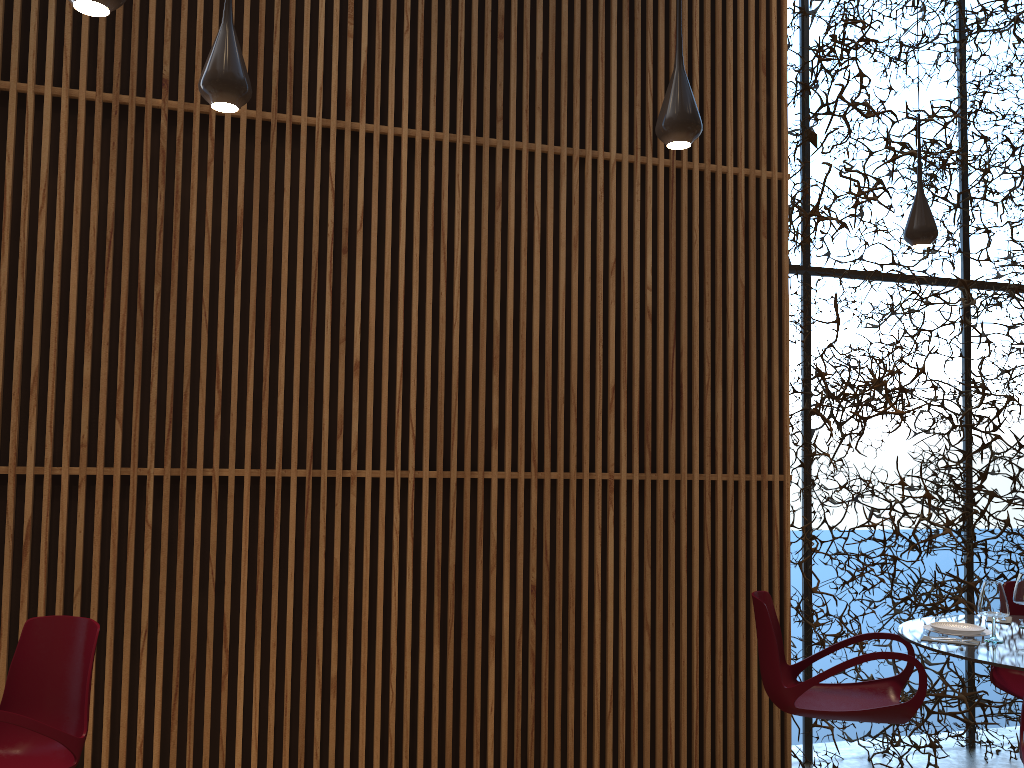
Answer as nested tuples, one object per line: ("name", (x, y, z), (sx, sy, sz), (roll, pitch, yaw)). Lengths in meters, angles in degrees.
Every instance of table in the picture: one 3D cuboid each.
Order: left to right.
("table", (2.835, 1.861, 4.404), (1.672, 1.128, 1.675), (-1, -5, 26))

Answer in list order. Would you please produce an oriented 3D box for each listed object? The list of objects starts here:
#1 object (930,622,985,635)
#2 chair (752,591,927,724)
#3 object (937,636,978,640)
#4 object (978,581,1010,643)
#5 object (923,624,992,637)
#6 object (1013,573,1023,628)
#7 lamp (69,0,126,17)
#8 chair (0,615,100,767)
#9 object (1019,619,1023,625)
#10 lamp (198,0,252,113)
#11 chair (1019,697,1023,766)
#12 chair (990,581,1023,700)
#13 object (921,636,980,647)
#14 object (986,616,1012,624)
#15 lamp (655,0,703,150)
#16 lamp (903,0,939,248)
("object", (2.351, 1.293, 4.681), (0.263, 0.029, 0.263), (6, -7, -44))
("chair", (1.768, 1.498, 4.872), (0.872, 0.635, 0.626), (-1, -5, 19))
("object", (2.352, 1.304, 4.685), (0.204, 0.012, 0.411), (-2, -6, 25))
("object", (2.427, 1.148, 4.469), (0.142, 0.295, 0.142), (2, -4, -17))
("object", (2.351, 1.303, 4.681), (0.332, 0.014, 0.332), (4, -6, -35))
("object", (2.832, 1.189, 4.867), (0.142, 0.295, 0.142), (1, -4, -4))
("lamp", (-1.210, -4.245, 2.837), (0.196, 6.266, 0.196), (0, -4, 12))
("chair", (-2.141, 1.330, 3.591), (0.625, 0.635, 0.874), (-1, -5, 24))
("object", (3.057, 1.335, 4.924), (0.411, 0.012, 0.205), (-2, -6, 26))
("lamp", (-1.050, -4.178, 3.567), (0.196, 6.266, 0.196), (1, -4, -8))
("chair", (2.297, 1.366, 3.322), (0.625, 0.635, 0.874), (-1, -5, 24))
("chair", (3.244, 1.562, 5.365), (0.625, 0.635, 0.874), (-2, -5, 29))
("object", (2.188, 1.285, 4.426), (0.262, 0.017, 0.126), (-2, -6, 29))
("object", (2.802, 1.353, 5.095), (0.126, 0.017, 0.262), (-2, -6, 30))
("lamp", (0.740, -4.123, 3.901), (0.196, 6.266, 0.196), (4, -5, -41))
("lamp", (2.501, -3.955, 5.525), (0.196, 6.266, 0.196), (0, -4, 9))
